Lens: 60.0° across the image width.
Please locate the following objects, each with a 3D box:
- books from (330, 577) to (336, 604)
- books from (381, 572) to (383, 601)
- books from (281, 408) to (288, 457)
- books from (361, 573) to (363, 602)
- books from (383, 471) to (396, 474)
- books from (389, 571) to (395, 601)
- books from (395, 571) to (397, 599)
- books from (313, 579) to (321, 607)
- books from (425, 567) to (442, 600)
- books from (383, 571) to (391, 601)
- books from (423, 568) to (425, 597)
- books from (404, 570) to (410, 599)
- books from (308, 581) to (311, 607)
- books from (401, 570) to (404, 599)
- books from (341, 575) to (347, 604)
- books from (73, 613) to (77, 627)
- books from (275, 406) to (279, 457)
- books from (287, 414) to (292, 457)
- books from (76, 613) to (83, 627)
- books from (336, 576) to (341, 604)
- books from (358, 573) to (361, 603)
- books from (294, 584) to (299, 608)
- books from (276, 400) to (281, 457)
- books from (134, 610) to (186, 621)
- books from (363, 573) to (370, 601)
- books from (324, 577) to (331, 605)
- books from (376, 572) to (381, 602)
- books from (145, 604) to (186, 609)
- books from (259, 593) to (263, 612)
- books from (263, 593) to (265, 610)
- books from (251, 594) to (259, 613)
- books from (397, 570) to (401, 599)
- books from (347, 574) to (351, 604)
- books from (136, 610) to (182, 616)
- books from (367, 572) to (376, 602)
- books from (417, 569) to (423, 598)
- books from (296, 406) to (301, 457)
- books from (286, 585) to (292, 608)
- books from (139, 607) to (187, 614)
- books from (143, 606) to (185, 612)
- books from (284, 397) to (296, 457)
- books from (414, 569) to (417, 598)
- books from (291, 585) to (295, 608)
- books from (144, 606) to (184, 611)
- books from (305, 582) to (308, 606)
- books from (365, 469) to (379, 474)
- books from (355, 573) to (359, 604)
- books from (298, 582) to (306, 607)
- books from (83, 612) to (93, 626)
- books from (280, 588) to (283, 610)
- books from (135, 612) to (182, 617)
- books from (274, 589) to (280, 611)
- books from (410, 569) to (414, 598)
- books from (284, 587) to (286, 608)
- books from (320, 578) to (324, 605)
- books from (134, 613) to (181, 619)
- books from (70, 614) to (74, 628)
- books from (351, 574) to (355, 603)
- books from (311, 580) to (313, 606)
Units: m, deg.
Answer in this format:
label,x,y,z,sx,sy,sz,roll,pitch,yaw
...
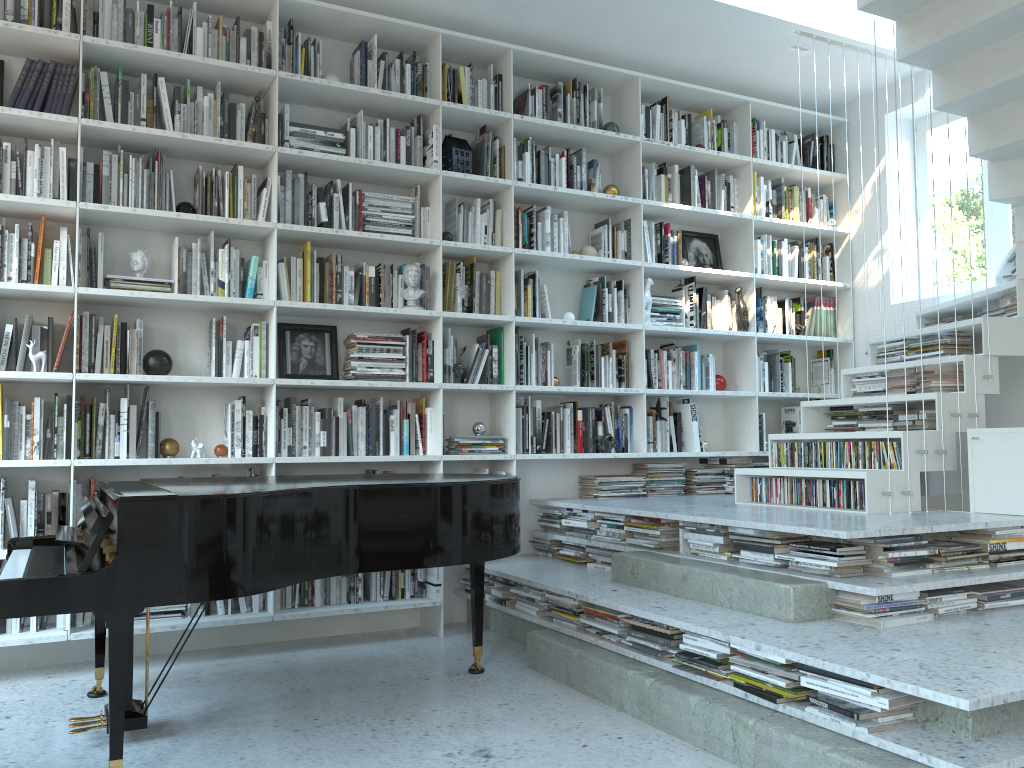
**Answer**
label,x,y,z,sx,sy,sz,roll,pitch,yaw
books,-0.910,0.967,4.413,0.030,0.234,0.138,1,-4,-27
books,-0.688,0.942,4.505,0.011,0.292,0.184,1,-4,-27
books,-1.128,0.238,4.327,0.027,0.234,0.167,1,-4,-27
books,-0.782,0.956,4.476,0.024,0.262,0.131,1,-4,-27
books,-0.622,0.591,4.502,0.015,0.293,0.169,1,-4,-27
books,-0.635,0.931,4.526,0.013,0.317,0.186,1,-4,-27
books,-0.627,0.972,4.554,0.028,0.238,0.140,1,-4,-27
books,-0.976,0.977,4.355,0.028,0.206,0.175,1,-4,-27
books,-0.431,0.957,4.571,0.038,0.269,0.277,1,-4,-27
books,-0.658,0.963,4.507,0.044,0.251,0.187,1,-4,-27
books,-0.489,1.004,4.616,0.023,0.181,0.149,1,-4,-27
books,-0.566,0.990,4.566,0.022,0.205,0.191,1,-4,-27
books,-1.015,0.943,4.364,0.012,0.276,0.154,1,-4,-27
books,-0.592,0.997,4.565,0.024,0.191,0.155,1,-4,-27
books,-0.859,0.983,4.435,0.024,0.203,0.144,1,-4,-27
books,-1.924,0.941,3.905,0.012,0.230,0.138,1,-4,-27
books,-1.171,0.234,4.326,0.029,0.243,0.154,1,-4,-27
books,-1.111,0.253,4.349,0.024,0.208,0.170,1,-4,-27
books,-1.905,0.957,3.908,0.025,0.198,0.160,1,-4,-27
books,-0.884,0.954,4.426,0.028,0.261,0.132,1,-4,-27
books,-0.792,0.942,4.454,0.014,0.288,0.185,1,-4,-27
books,-1.061,0.924,4.329,0.034,0.311,0.170,1,-4,-27
books,-1.150,0.218,4.329,0.011,0.275,0.146,1,-4,-27
books,-1.645,1.053,4.036,0.285,0.007,0.159,2,-5,-27
books,-0.757,0.983,4.496,0.040,0.212,0.129,1,-4,-27
books,-0.934,0.936,4.400,0.026,0.294,0.155,1,-4,-27
books,-0.705,0.983,4.492,0.029,0.210,0.170,1,-4,-27
books,-1.641,1.004,4.035,0.285,0.007,0.159,1,-5,-25
books,-1.221,0.984,4.242,0.024,0.179,0.171,1,-4,-27
books,-1.210,0.958,4.271,0.021,0.237,0.115,1,-4,-27
books,-1.235,0.943,4.219,0.024,0.260,0.189,1,-4,-27
books,-0.603,0.962,4.550,0.011,0.258,0.171,1,-4,-27
books,-0.837,0.942,4.434,0.013,0.285,0.185,1,-4,-27
books,-1.644,1.032,4.035,0.254,0.007,0.161,2,-5,-26
books,-0.720,0.984,4.479,0.010,0.205,0.180,1,-4,-27
books,-0.506,0.985,4.594,0.029,0.217,0.191,1,-4,-27
books,-1.070,0.235,4.383,0.024,0.247,0.132,1,-4,-27
books,-1.102,0.947,4.317,0.025,0.263,0.145,1,-4,-27
books,-1.641,1.025,4.029,0.285,0.007,0.159,2,-5,-31
books,-1.638,1.018,4.028,0.285,0.007,0.159,1,-4,-22
books,-1.096,0.213,4.378,0.027,0.290,0.140,1,-4,-27
books,-0.528,0.966,4.591,0.013,0.256,0.176,1,-4,-27
books,-1.081,0.910,4.319,0.012,0.337,0.144,1,-4,-27
books,-1.639,1.011,4.031,0.254,0.007,0.161,2,-5,-31
books,-1.024,0.961,4.354,0.012,0.238,0.128,1,-4,-27
books,-0.703,0.583,4.457,0.013,0.303,0.181,1,-4,-27
books,-0.804,0.918,4.448,0.014,0.335,0.183,1,-4,-27
books,-1.041,0.957,4.349,0.022,0.246,0.144,1,-4,-27
books,-1.867,0.964,3.919,0.053,0.184,0.148,1,-4,-27
books,-1.131,0.926,4.282,0.014,0.300,0.184,1,-4,-27
books,-1.645,1.039,4.036,0.254,0.007,0.161,2,-5,-27
books,-1.149,0.948,4.271,0.026,0.256,0.183,1,-4,-27
books,-0.550,0.980,4.589,0.028,0.227,0.162,1,-4,-27
books,-1.122,0.950,4.318,0.010,0.258,0.131,1,-4,-27
books,-0.964,0.985,4.394,0.030,0.196,0.143,1,-4,-27
books,-1.641,1.045,4.028,0.254,0.007,0.161,1,-4,-23
books,-1.933,0.913,3.898,0.012,0.285,0.159,1,-4,-27
books,-0.823,0.979,4.444,0.022,0.212,0.167,1,-4,-27
books,-1.005,0.954,4.369,0.012,0.255,0.150,1,-4,-27
